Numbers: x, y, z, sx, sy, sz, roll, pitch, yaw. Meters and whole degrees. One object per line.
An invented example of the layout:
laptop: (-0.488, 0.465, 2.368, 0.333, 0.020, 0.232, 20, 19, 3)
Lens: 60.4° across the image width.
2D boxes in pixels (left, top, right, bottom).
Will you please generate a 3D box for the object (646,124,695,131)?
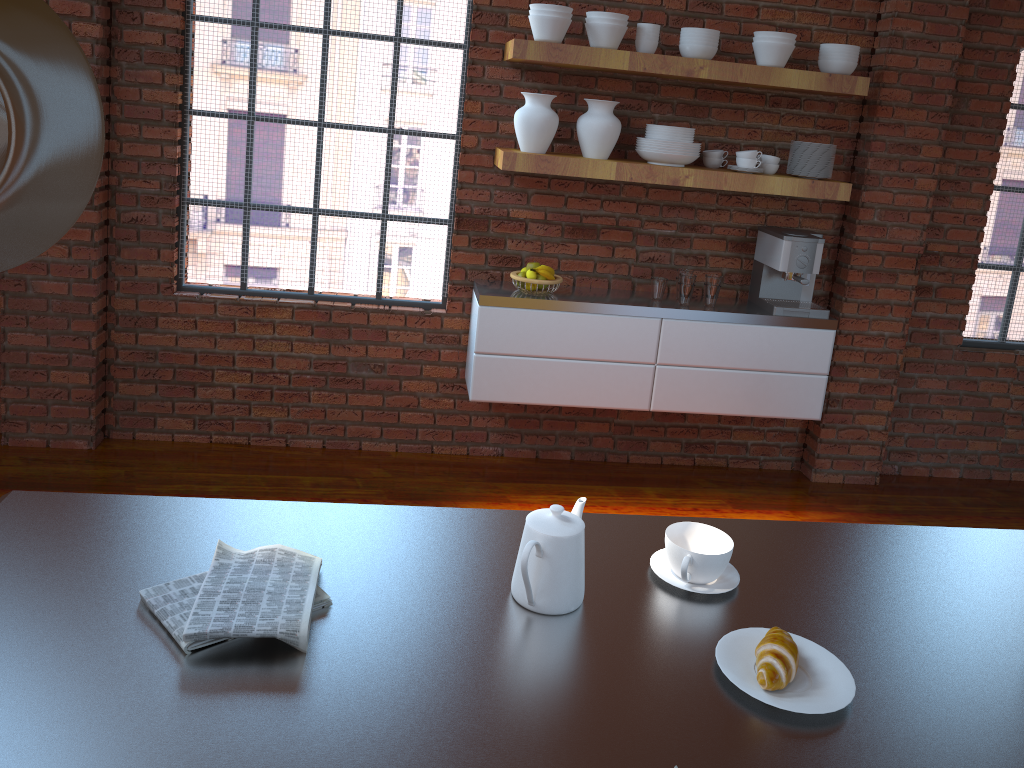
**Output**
object: (0.688, -1.095, 3.836, 0.213, 0.054, 0.220, 1, 18, -16)

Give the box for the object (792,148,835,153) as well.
object: (1.342, -1.037, 3.928, 0.195, 0.013, 0.200, 8, 18, 8)

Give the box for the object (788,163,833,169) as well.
object: (1.335, -0.971, 3.941, 0.195, 0.013, 0.200, 8, 18, 8)

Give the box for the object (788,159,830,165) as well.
object: (1.337, -0.988, 3.938, 0.195, 0.013, 0.200, 8, 18, 8)

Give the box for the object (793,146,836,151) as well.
object: (1.342, -1.046, 3.927, 0.195, 0.013, 0.200, 8, 18, 8)

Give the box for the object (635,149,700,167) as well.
object: (0.677, -0.988, 3.857, 0.282, 0.054, 0.290, -2, 19, -24)

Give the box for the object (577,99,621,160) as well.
object: (0.374, -1.101, 3.809, 0.193, 0.243, 0.197, -4, 17, -35)

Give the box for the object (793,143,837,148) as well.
object: (1.344, -1.059, 3.924, 0.195, 0.013, 0.200, 8, 18, 8)

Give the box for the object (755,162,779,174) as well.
object: (1.154, -0.974, 3.977, 0.100, 0.045, 0.094, 14, 18, 25)

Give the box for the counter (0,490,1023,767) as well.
counter: (0.691, 0.506, 1.304, 3.138, 0.127, 1.055, 3, 18, -8)

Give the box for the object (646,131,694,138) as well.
object: (0.686, -1.067, 3.841, 0.213, 0.054, 0.220, 1, 18, -16)

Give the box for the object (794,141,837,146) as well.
object: (1.345, -1.068, 3.922, 0.195, 0.013, 0.200, 8, 18, 8)

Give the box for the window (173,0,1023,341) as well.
window: (2.144, -1.503, 6.627, 17.402, 9.683, 3.726, 1, 13, -17)

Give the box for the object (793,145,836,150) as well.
object: (1.343, -1.050, 3.926, 0.195, 0.013, 0.200, 8, 18, 8)

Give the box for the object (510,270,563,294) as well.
object: (0.107, -0.449, 3.929, 0.239, 0.069, 0.238, 19, 22, 37)

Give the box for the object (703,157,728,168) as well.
object: (0.916, -1.008, 4.009, 0.092, 0.045, 0.101, -3, 18, -27)

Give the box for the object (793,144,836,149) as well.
object: (1.343, -1.054, 3.925, 0.195, 0.013, 0.200, 8, 18, 8)

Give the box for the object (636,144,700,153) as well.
object: (0.680, -1.009, 3.853, 0.282, 0.054, 0.290, -2, 19, -24)

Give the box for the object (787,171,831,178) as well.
object: (1.331, -0.935, 3.948, 0.195, 0.013, 0.200, 8, 18, 8)

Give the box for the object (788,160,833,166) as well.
object: (1.336, -0.983, 3.939, 0.195, 0.013, 0.200, 8, 18, 8)

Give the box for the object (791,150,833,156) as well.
object: (1.341, -1.027, 3.930, 0.195, 0.013, 0.200, 8, 18, 8)

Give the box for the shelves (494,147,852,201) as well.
shelves: (0.700, -0.933, 3.902, 1.533, 0.074, 0.347, 3, 17, -8)

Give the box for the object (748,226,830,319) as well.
object: (1.301, -0.518, 4.039, 0.270, 0.361, 0.390, 4, 15, -8)

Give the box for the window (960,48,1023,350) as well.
window: (2.936, -0.947, 4.428, 1.267, 1.631, 0.086, 4, 11, -8)

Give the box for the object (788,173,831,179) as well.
object: (1.331, -0.930, 3.949, 0.195, 0.013, 0.200, 8, 18, 8)

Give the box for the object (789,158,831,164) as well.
object: (1.337, -0.992, 3.937, 0.195, 0.013, 0.200, 8, 18, 8)

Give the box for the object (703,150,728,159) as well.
object: (0.915, -1.037, 3.999, 0.092, 0.057, 0.102, -7, 20, -38)

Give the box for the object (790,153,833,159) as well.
object: (1.339, -1.014, 3.933, 0.195, 0.013, 0.200, 8, 18, 8)

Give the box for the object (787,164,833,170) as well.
object: (1.334, -0.966, 3.942, 0.195, 0.013, 0.200, 8, 18, 8)

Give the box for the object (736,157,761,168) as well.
object: (1.029, -0.967, 3.863, 0.092, 0.045, 0.102, 2, 17, -13)

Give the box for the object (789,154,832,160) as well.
object: (1.339, -1.010, 3.934, 0.195, 0.013, 0.200, 8, 18, 8)

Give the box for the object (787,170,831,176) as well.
object: (1.332, -0.939, 3.947, 0.195, 0.013, 0.200, 8, 18, 8)

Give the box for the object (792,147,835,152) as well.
object: (1.342, -1.041, 3.927, 0.195, 0.013, 0.200, 8, 18, 8)

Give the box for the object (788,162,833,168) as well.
object: (1.335, -0.975, 3.940, 0.195, 0.013, 0.200, 8, 18, 8)

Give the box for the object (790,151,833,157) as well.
object: (1.340, -1.023, 3.931, 0.195, 0.013, 0.200, 8, 18, 8)

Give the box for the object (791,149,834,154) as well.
object: (1.341, -1.032, 3.929, 0.195, 0.013, 0.200, 8, 18, 8)

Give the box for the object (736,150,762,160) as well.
object: (1.028, -0.997, 3.854, 0.092, 0.057, 0.103, -1, 17, -24)

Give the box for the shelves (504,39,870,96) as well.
shelves: (0.745, -1.365, 3.817, 1.533, 0.074, 0.347, 3, 17, -8)

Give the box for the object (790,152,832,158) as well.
object: (1.340, -1.018, 3.932, 0.195, 0.013, 0.200, 8, 18, 8)

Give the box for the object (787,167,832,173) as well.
object: (1.333, -0.952, 3.945, 0.195, 0.013, 0.200, 8, 18, 8)

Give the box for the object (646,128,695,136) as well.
object: (0.687, -1.077, 3.839, 0.213, 0.054, 0.220, 1, 18, -16)

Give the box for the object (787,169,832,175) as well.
object: (1.332, -0.944, 3.947, 0.195, 0.013, 0.200, 8, 18, 8)

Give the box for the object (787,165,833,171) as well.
object: (1.334, -0.961, 3.943, 0.195, 0.013, 0.200, 8, 18, 8)

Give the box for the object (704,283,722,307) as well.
object: (0.900, -0.401, 3.975, 0.078, 0.101, 0.079, 7, 14, 4)

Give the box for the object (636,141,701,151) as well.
object: (0.681, -1.019, 3.851, 0.282, 0.054, 0.290, -2, 19, -24)

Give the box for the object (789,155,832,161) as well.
object: (1.338, -1.006, 3.934, 0.195, 0.013, 0.200, 8, 18, 8)

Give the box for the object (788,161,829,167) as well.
object: (1.336, -0.980, 3.940, 0.195, 0.013, 0.200, 8, 18, 8)

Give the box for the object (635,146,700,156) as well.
object: (0.678, -0.998, 3.855, 0.282, 0.054, 0.290, -2, 19, -24)

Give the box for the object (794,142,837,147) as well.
object: (1.344, -1.063, 3.923, 0.195, 0.013, 0.200, 8, 18, 8)

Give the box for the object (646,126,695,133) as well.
object: (0.687, -1.085, 3.838, 0.213, 0.054, 0.220, 1, 18, -16)

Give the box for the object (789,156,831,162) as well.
object: (1.338, -1.001, 3.935, 0.195, 0.013, 0.200, 8, 18, 8)

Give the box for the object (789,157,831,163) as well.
object: (1.337, -0.997, 3.936, 0.195, 0.013, 0.200, 8, 18, 8)

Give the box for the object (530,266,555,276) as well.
object: (0.150, -0.488, 3.892, 0.067, 0.082, 0.187, 13, 18, 28)

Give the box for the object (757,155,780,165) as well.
object: (1.158, -1.006, 3.977, 0.100, 0.057, 0.094, 10, 16, 15)

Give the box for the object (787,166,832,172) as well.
object: (1.333, -0.957, 3.944, 0.195, 0.013, 0.200, 8, 18, 8)

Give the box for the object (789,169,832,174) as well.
object: (1.332, -0.948, 3.946, 0.195, 0.013, 0.200, 8, 18, 8)

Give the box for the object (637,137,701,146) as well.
object: (0.682, -1.038, 3.847, 0.282, 0.054, 0.290, -2, 19, -24)

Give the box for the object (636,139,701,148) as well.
object: (0.681, -1.028, 3.849, 0.282, 0.054, 0.290, -2, 19, -24)
